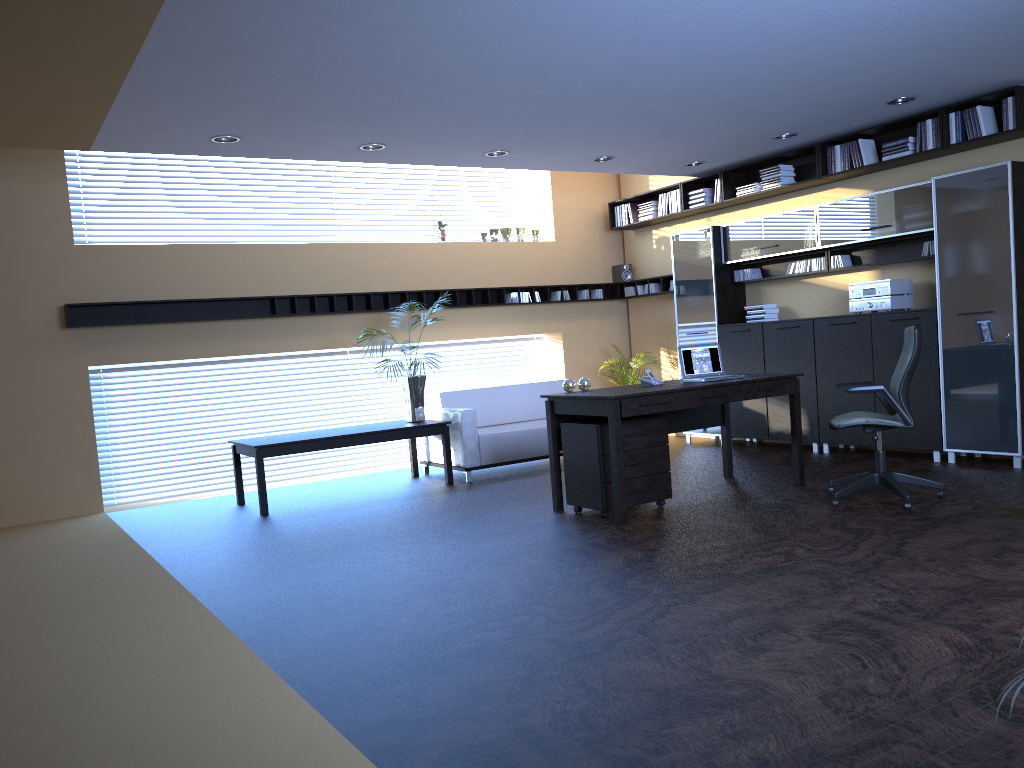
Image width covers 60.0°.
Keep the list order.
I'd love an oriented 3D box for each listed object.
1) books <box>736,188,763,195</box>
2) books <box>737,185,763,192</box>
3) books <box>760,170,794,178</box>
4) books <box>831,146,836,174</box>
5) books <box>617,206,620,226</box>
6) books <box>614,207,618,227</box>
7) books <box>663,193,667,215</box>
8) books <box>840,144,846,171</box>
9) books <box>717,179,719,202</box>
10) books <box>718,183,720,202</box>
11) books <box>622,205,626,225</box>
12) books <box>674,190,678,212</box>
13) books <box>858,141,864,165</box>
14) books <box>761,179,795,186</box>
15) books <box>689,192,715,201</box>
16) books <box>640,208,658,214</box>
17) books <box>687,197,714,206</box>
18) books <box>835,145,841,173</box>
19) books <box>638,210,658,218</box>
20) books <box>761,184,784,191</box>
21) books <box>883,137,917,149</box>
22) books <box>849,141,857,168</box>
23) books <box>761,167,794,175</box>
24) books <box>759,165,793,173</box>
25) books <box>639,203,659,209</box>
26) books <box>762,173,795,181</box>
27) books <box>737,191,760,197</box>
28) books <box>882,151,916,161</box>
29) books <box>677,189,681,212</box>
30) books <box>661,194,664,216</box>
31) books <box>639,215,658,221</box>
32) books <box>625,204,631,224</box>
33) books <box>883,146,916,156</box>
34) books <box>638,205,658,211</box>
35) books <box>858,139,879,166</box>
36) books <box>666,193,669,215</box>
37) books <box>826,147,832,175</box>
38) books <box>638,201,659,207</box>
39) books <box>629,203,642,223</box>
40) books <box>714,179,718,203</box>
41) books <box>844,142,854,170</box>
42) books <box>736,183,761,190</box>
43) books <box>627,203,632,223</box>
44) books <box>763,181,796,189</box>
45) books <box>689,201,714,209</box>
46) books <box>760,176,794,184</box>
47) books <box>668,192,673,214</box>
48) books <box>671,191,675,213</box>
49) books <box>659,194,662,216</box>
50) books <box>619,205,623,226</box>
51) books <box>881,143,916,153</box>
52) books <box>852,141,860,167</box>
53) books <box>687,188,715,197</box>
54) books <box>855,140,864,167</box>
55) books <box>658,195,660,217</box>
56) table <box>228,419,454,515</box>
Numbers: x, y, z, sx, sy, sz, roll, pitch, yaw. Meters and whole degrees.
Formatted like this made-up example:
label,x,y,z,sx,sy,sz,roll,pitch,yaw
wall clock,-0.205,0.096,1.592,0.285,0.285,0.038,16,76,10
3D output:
label,x,y,z,sx,sy,sz,roll,pitch,yaw
books,2.536,-2.030,9.368,0.207,0.028,0.258,-6,3,-31
books,2.546,-2.059,9.358,0.207,0.028,0.258,-6,3,-32
books,2.711,-2.146,9.073,0.207,0.028,0.258,-6,3,-32
books,3.119,-2.119,8.426,0.207,0.259,0.050,-7,4,-31
books,1.423,-2.111,11.192,0.207,0.259,0.050,-7,5,-32
books,1.393,-2.110,11.234,0.207,0.259,0.050,-7,5,-31
books,1.868,-2.112,10.448,0.207,0.260,0.075,-7,4,-32
books,3.174,-2.120,8.338,0.207,0.259,0.050,-7,4,-31
books,2.330,-2.115,9.718,0.207,0.260,0.075,-7,4,-32
books,2.335,-2.114,9.683,0.207,0.260,0.075,-7,4,-32
books,1.475,-2.111,11.101,0.207,0.259,0.050,-6,4,-31
books,1.971,-2.112,10.276,0.207,0.259,0.050,-6,4,-31
books,3.285,-2.121,8.169,0.207,0.258,0.072,-7,4,-31
books,2.723,-2.061,9.080,0.207,0.028,0.258,-6,3,-32
books,2.157,-2.112,9.994,0.207,0.050,0.258,-6,3,-31
books,1.709,-2.100,10.746,0.207,0.028,0.258,-6,3,-31
books,2.146,-2.060,10.003,0.207,0.050,0.258,-6,3,-32
books,3.141,-2.119,8.379,0.207,0.259,0.050,-7,4,-31
books,1.695,-2.059,10.755,0.207,0.050,0.258,-6,3,-32
books,2.720,-2.003,9.082,0.207,0.028,0.258,-6,3,-32
books,3.459,-2.130,7.845,0.207,0.050,0.258,-6,3,-31
books,3.231,-2.119,8.237,0.207,0.260,0.075,-6,4,-31
books,2.712,-2.174,9.059,0.207,0.028,0.258,-6,3,-32
books,2.702,-2.203,9.077,0.207,0.028,0.258,-6,3,-31
books,1.701,-2.156,10.738,0.207,0.028,0.258,-6,3,-32
books,2.728,-2.119,9.072,0.207,0.028,0.258,-6,3,-31
books,2.542,-2.001,9.359,0.207,0.028,0.258,-6,3,-31
books,3.470,-2.017,7.878,0.207,0.050,0.258,-6,3,-32
books,1.998,-2.113,10.232,0.207,0.259,0.050,-7,4,-31
books,1.851,-2.112,10.475,0.207,0.260,0.075,-7,4,-31
books,1.701,-2.007,10.747,0.207,0.050,0.258,-6,3,-31
books,1.502,-2.111,11.057,0.207,0.259,0.050,-7,5,-32
books,3.466,-2.058,7.862,0.207,0.031,0.258,-6,3,-31
books,1.684,-2.127,10.743,0.207,0.028,0.258,-6,3,-31
books,3.276,-2.119,8.136,0.207,0.258,0.072,-7,4,-32
books,1.898,-2.114,10.429,0.207,0.260,0.075,-7,4,-32
books,3.092,-2.119,8.471,0.207,0.259,0.050,-6,4,-31
books,1.687,-2.184,10.754,0.207,0.028,0.258,-6,3,-31
books,1.550,-2.111,10.975,0.207,0.260,0.075,-7,4,-32
books,2.310,-2.115,9.742,0.207,0.260,0.075,-7,4,-31
books,3.199,-2.119,8.292,0.207,0.259,0.050,-7,4,-31
books,2.537,-2.088,9.378,0.207,0.028,0.258,-6,3,-32
books,1.537,-2.111,11.005,0.207,0.260,0.075,-7,4,-32
books,2.737,-2.033,9.066,0.207,0.028,0.258,-6,3,-31
books,2.160,-2.009,10.001,0.207,0.050,0.258,-6,3,-32
books,2.721,-2.090,9.104,0.207,0.028,0.258,-6,3,-32
books,1.924,-2.113,10.369,0.207,0.259,0.050,-6,4,-31
books,1.951,-2.113,10.325,0.207,0.259,0.050,-7,5,-31
books,1.835,-2.112,10.502,0.207,0.260,0.075,-7,4,-32
books,1.441,-2.110,11.142,0.207,0.259,0.050,-7,5,-32
books,3.457,-2.090,7.870,0.207,0.031,0.258,-6,3,-32
books,3.247,-2.120,8.209,0.207,0.260,0.075,-7,4,-31
books,2.139,-2.162,10.007,0.207,0.050,0.258,-6,3,-32
books,3.261,-2.117,8.179,0.207,0.258,0.072,-6,4,-31
books,1.824,-2.113,10.533,0.207,0.260,0.075,-7,4,-31
table,-1.592,0.744,8.410,1.892,0.604,0.897,-6,3,-31
